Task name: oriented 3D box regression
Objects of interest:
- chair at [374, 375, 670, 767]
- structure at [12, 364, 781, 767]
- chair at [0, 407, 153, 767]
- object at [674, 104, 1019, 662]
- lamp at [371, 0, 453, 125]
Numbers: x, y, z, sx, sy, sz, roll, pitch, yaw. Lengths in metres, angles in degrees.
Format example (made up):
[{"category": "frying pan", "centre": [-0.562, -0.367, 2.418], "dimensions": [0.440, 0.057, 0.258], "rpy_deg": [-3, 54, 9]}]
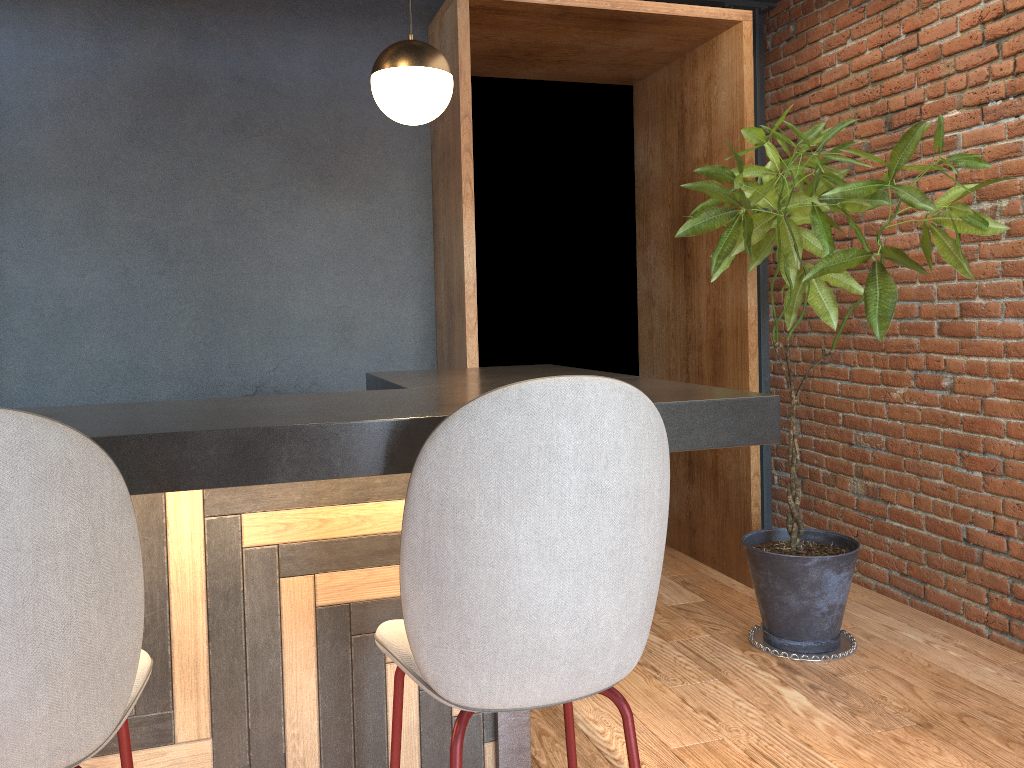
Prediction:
[{"category": "chair", "centre": [0.005, 0.594, 1.393], "dimensions": [0.418, 1.241, 0.508], "rpy_deg": [-2, 2, -18]}, {"category": "structure", "centre": [-2.257, 0.516, 2.142], "dimensions": [4.922, 1.394, 2.922], "rpy_deg": [-3, 4, -17]}, {"category": "chair", "centre": [-0.697, 0.628, 1.185], "dimensions": [0.418, 1.241, 0.508], "rpy_deg": [-2, 2, -20]}, {"category": "object", "centre": [1.142, -0.025, 3.451], "dimensions": [1.083, 2.093, 1.519], "rpy_deg": [-2, 3, -12]}, {"category": "lamp", "centre": [-0.372, -2.743, 2.845], "dimensions": [0.268, 3.788, 0.269], "rpy_deg": [-1, 2, 3]}]
